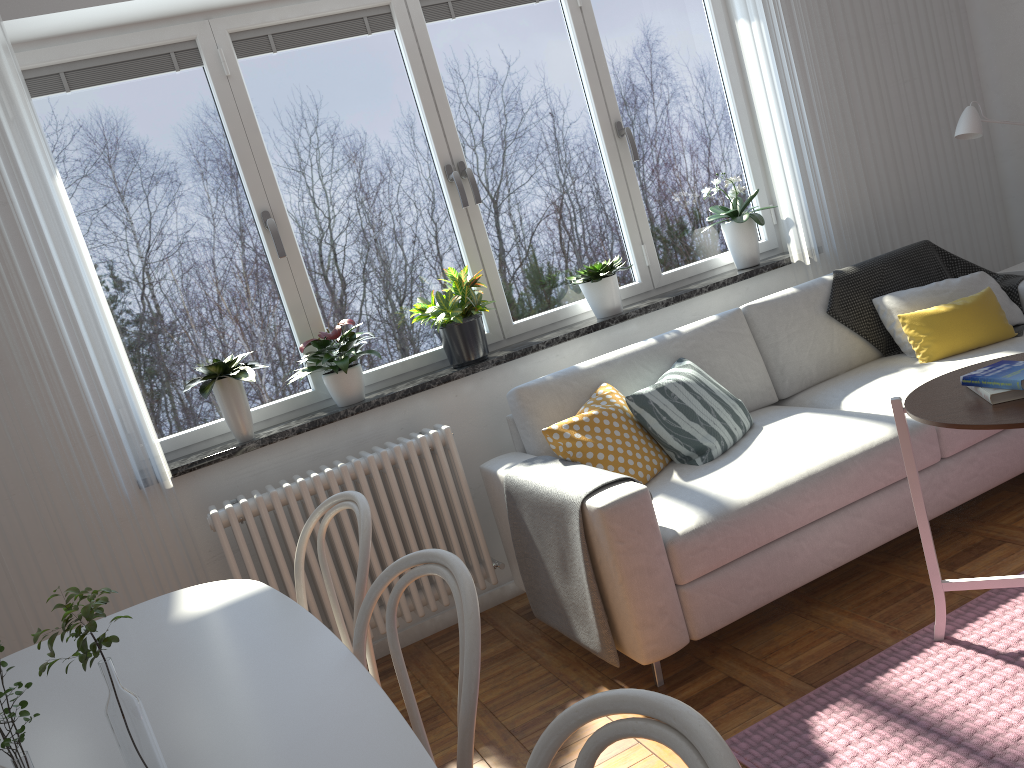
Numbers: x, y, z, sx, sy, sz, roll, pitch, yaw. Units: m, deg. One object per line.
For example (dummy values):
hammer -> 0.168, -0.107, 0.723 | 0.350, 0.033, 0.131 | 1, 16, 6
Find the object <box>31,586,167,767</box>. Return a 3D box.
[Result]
object -> -0.546, 0.407, 1.204 | 0.146, 0.294, 0.098 | -14, 10, 13

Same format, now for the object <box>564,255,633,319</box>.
object -> 0.382, -0.405, 3.739 | 0.266, 0.238, 0.284 | -24, 11, -38

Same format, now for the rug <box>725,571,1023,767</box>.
rug -> 2.045, 0.555, 1.546 | 2.452, 0.008, 2.364 | -20, 9, -20

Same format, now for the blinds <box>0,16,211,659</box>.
blinds -> -1.745, -0.034, 2.713 | 1.035, 2.894, 0.055 | -20, 10, -20

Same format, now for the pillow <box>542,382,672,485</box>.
pillow -> 0.340, 0.191, 3.049 | 0.313, 0.318, 0.462 | -10, 11, 37

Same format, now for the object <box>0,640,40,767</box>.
object -> -0.582, 0.435, 1.045 | 0.084, 0.309, 0.084 | -12, 10, 24

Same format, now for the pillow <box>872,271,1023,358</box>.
pillow -> 1.783, -0.296, 3.611 | 0.532, 0.260, 0.300 | -18, 9, -7

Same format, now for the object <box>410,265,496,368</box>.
object -> -0.225, -0.262, 3.476 | 0.333, 0.385, 0.299 | -17, 9, -5

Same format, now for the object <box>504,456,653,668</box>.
object -> 0.224, 0.523, 2.827 | 0.287, 0.535, 0.608 | -20, 10, -20

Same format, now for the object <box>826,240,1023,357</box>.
object -> 1.830, -0.282, 3.794 | 0.678, 0.650, 0.974 | -9, 11, 39

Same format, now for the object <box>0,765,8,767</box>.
object -> -0.778, 0.445, 1.218 | 0.108, 0.349, 0.110 | -9, 12, 38

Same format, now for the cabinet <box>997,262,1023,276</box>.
cabinet -> 2.527, -0.276, 3.949 | 0.399, 0.602, 0.400 | -20, 10, -20

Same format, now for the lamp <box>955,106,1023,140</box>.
lamp -> 1.039, 0.027, 2.305 | 0.333, 1.350, 4.573 | -9, 11, 38

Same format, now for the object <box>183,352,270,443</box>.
object -> -0.983, 0.049, 3.152 | 0.291, 0.316, 0.354 | -22, 10, -29

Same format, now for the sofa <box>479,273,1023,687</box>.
sofa -> 1.177, 0.097, 3.297 | 2.457, 0.845, 1.003 | -20, 9, -20

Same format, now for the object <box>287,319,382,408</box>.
object -> -0.651, -0.075, 3.340 | 0.371, 0.309, 0.378 | -8, 12, 43

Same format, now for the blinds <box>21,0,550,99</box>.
blinds -> -0.417, -1.465, 3.523 | 2.839, 0.098, 0.015 | -20, 10, -20

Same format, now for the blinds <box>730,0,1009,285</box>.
blinds -> 1.665, -1.252, 4.051 | 1.290, 2.894, 0.055 | -20, 10, -20

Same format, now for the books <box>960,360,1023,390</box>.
books -> 1.179, -0.022, 2.091 | 0.136, 0.025, 0.174 | -19, 9, -16

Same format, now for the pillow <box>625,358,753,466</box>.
pillow -> 0.640, 0.084, 3.150 | 0.310, 0.289, 0.468 | -9, 12, 40

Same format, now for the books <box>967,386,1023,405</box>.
books -> 1.195, -0.004, 2.117 | 0.162, 0.026, 0.208 | -14, 9, 14

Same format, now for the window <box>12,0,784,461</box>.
window -> -0.230, -0.874, 3.593 | 3.014, 1.514, 0.151 | -20, 10, -20

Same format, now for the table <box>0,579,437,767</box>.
table -> -0.442, 0.959, 1.075 | 0.930, 0.772, 2.287 | -20, 9, -21

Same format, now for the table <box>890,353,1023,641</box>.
table -> 1.354, 0.304, 2.158 | 0.616, 0.689, 0.617 | -20, 10, -22

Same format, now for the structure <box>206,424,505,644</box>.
structure -> -0.557, 0.578, 3.187 | 0.970, 0.625, 0.224 | -20, 10, -20

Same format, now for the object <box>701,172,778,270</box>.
object -> 0.995, -0.741, 4.031 | 0.285, 0.445, 0.340 | -22, 11, -32

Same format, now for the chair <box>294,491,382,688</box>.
chair -> 0.730, 0.049, 2.742 | 3.682, 1.346, 0.448 | -23, 11, -35

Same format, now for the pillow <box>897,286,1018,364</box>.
pillow -> 1.715, -0.229, 3.423 | 0.401, 0.195, 0.210 | -17, 9, -3
